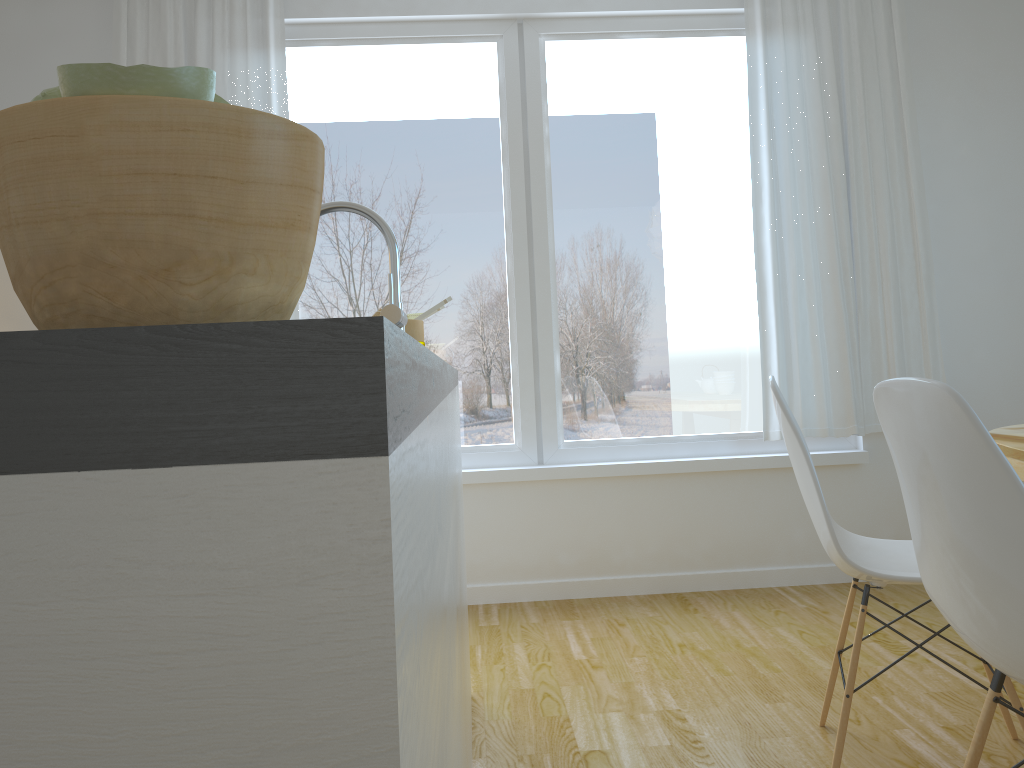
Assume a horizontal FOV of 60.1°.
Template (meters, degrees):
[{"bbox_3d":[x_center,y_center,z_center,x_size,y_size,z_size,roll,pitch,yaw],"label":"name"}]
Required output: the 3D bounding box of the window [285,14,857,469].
[{"bbox_3d":[0.076,-0.618,3.820,2.727,1.924,0.088,-3,-3,-3],"label":"window"}]

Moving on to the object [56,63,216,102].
[{"bbox_3d":[-0.217,-0.162,0.516,0.086,0.065,0.084,-3,-1,9],"label":"object"}]

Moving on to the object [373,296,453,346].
[{"bbox_3d":[-0.415,-0.132,2.414,0.378,0.215,0.429,-3,0,25],"label":"object"}]

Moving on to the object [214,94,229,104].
[{"bbox_3d":[-0.229,-0.178,0.645,0.077,0.072,0.074,-3,-1,22],"label":"object"}]

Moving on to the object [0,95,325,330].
[{"bbox_3d":[-0.224,-0.085,0.573,0.205,0.142,0.205,-2,-1,-42],"label":"object"}]

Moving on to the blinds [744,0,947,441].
[{"bbox_3d":[1.390,-0.859,3.707,0.795,2.166,0.149,-2,-3,-3],"label":"blinds"}]

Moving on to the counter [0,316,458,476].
[{"bbox_3d":[-0.398,0.004,1.432,0.600,0.040,2.396,-3,1,-3],"label":"counter"}]

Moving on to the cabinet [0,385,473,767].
[{"bbox_3d":[-0.376,0.479,1.407,0.600,0.912,2.396,-2,0,-3],"label":"cabinet"}]

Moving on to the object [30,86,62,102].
[{"bbox_3d":[-0.273,-0.146,0.584,0.086,0.099,0.102,-3,-1,18],"label":"object"}]

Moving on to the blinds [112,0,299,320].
[{"bbox_3d":[-1.268,-0.738,3.562,0.795,2.166,0.149,-2,-3,-3],"label":"blinds"}]

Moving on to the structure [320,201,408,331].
[{"bbox_3d":[-0.212,-0.129,1.107,0.162,0.216,0.096,-2,-2,-3],"label":"structure"}]

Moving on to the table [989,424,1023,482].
[{"bbox_3d":[1.650,0.479,1.433,1.193,0.727,2.186,-3,0,-4],"label":"table"}]

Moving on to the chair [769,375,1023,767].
[{"bbox_3d":[0.890,0.420,2.038,0.522,0.904,0.429,-3,-2,17],"label":"chair"}]
